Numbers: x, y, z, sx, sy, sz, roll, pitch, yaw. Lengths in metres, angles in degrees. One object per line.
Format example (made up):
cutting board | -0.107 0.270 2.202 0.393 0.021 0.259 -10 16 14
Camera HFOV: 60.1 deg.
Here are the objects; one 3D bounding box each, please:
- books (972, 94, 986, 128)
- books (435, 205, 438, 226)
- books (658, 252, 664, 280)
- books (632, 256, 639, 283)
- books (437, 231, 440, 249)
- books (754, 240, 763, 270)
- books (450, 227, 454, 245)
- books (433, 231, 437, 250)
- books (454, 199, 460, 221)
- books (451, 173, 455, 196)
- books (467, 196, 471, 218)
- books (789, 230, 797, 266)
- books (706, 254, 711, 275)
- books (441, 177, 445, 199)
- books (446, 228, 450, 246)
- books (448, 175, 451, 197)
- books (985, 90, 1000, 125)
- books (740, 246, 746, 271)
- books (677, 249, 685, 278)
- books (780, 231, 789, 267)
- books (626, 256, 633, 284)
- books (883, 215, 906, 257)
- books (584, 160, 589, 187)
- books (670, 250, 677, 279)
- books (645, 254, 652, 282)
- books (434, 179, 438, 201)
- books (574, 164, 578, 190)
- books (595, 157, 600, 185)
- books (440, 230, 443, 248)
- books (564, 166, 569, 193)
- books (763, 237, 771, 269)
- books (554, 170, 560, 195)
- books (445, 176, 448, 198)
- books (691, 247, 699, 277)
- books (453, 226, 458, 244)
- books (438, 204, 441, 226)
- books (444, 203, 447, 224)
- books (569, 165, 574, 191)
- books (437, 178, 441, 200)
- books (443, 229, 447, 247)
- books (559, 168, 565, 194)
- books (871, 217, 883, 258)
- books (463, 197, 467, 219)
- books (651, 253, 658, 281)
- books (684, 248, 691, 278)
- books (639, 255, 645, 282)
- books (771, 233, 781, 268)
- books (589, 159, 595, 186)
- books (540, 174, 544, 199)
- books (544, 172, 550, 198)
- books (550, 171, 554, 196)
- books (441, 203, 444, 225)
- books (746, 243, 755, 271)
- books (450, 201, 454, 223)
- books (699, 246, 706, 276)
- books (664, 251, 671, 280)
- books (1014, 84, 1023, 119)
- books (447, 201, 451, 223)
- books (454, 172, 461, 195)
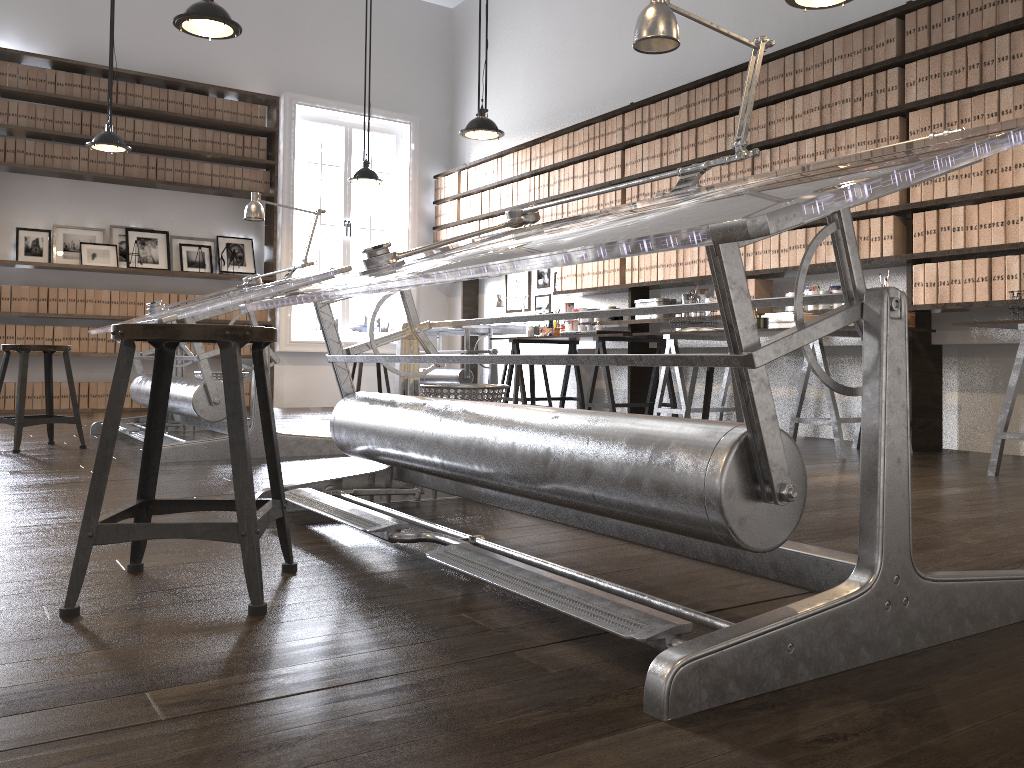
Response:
books | 2.431 -1.349 4.526 0.174 0.226 0.066 1 -1 -33
books | -0.728 -1.773 9.399 0.174 0.226 0.066 1 -1 -33
books | 1.152 -0.861 6.464 0.174 0.226 0.066 1 -1 -33
books | 0.998 -0.869 6.700 0.174 0.226 0.066 1 -1 -33
books | -0.704 -1.497 9.351 0.174 0.226 0.066 1 -1 -33
books | 1.647 -0.838 5.709 0.174 0.226 0.066 1 -1 -33
books | -0.551 -1.490 9.107 0.174 0.226 0.067 1 -1 -33
books | -0.746 -1.499 9.404 0.174 0.226 0.067 1 -1 -33
books | -0.503 -1.762 9.055 0.174 0.226 0.066 1 -1 -33
books | -0.539 -2.041 9.116 0.174 0.226 0.067 1 -1 -33
books | -0.356 -1.749 8.817 0.174 0.226 0.067 1 -1 -33
books | 1.795 -0.831 5.477 0.174 0.226 0.066 1 -1 -33
books | 1.415 -0.849 6.056 0.174 0.226 0.067 1 -1 -33
books | -0.652 -2.047 9.293 0.174 0.226 0.066 1 -1 -33
books | -0.588 -1.492 9.173 0.174 0.226 0.066 1 -1 -33
books | -0.574 -2.043 9.177 0.174 0.226 0.066 1 -1 -33
books | 2.466 -1.347 4.465 0.174 0.226 0.067 1 -1 -33
books | 1.564 -0.842 5.824 0.174 0.226 0.066 1 -1 -33
books | 1.262 -0.856 6.300 0.174 0.226 0.066 1 -1 -33
books | 1.760 -0.833 5.529 0.174 0.226 0.066 1 -1 -33
books | 0.956 -0.870 6.759 0.174 0.226 0.066 1 -1 -33
books | 2.148 -0.814 4.932 0.174 0.226 0.066 1 -1 -33
books | 0.673 -1.701 7.238 0.174 0.226 0.067 1 -1 -33
books | 1.220 -0.858 6.353 0.174 0.226 0.067 1 -1 -33
books | 1.076 -0.865 6.584 0.174 0.226 0.066 1 -1 -33
books | -0.734 -2.050 9.412 0.174 0.226 0.067 1 -1 -33
books | 0.602 -1.704 7.353 0.174 0.226 0.066 1 -1 -33
books | 0.754 -1.697 7.123 0.174 0.226 0.066 1 -1 -33
books | -0.665 -1.496 9.292 0.174 0.226 0.066 1 -1 -33
books | 0.530 -1.708 7.466 0.174 0.226 0.066 1 -1 -33
books | 1.684 -0.836 5.650 0.174 0.226 0.066 1 -1 -33
books | 0.449 -1.711 7.583 0.174 0.226 0.066 1 -1 -33
books | -0.611 -2.045 9.237 0.174 0.226 0.066 1 -1 -33
books | 1.336 -0.853 6.179 0.174 0.226 0.066 1 -1 -33
books | -0.506 -1.488 9.048 0.174 0.226 0.066 1 -1 -33
books | -0.693 -1.771 9.338 0.174 0.226 0.067 1 -1 -33
books | -0.616 -1.767 9.227 0.174 0.226 0.066 1 -1 -33
books | 0.561 -1.706 7.406 0.174 0.226 0.067 1 -1 -33
books | -0.695 -2.049 9.352 0.174 0.226 0.066 1 -1 -33
books | -0.630 -1.494 9.230 0.174 0.226 0.066 1 -1 -33
books | 0.491 -1.710 7.525 0.174 0.226 0.066 1 -1 -33
books | 2.104 -0.817 4.996 0.174 0.226 0.067 1 -1 -33
books | -0.395 -1.751 8.878 0.174 0.226 0.066 1 -1 -33
books | 1.111 -0.863 6.523 0.174 0.226 0.067 1 -1 -33
books | 1.301 -0.854 6.240 0.174 0.226 0.066 1 -1 -33
books | 1.040 -0.867 6.644 0.174 0.226 0.066 1 -1 -33
books | 1.719 -0.835 5.589 0.174 0.226 0.067 1 -1 -33
books | 0.714 -1.699 7.181 0.174 0.226 0.066 1 -1 -33
books | 0.333 -1.717 7.770 0.174 0.226 0.066 1 -1 -33
books | 0.369 -1.715 7.705 0.174 0.226 0.067 1 -1 -33
books | 0.414 -1.713 7.645 0.174 0.226 0.066 1 -1 -33
books | -0.652 -1.769 9.278 0.174 0.226 0.066 1 -1 -33
books | 1.606 -0.840 5.766 0.174 0.226 0.066 1 -1 -33
books | -0.542 -1.764 9.115 0.174 0.226 0.066 1 -1 -33
books | 1.378 -0.851 6.122 0.174 0.226 0.066 1 -1 -33
books | 1.188 -0.860 6.412 0.174 0.226 0.066 1 -1 -33
books | 2.543 -1.344 4.353 0.174 0.226 0.066 1 -1 -33
books | -0.584 -1.766 9.168 0.174 0.226 0.067 1 -1 -33
books | -0.498 -2.039 9.056 0.174 0.226 0.066 1 -1 -33
